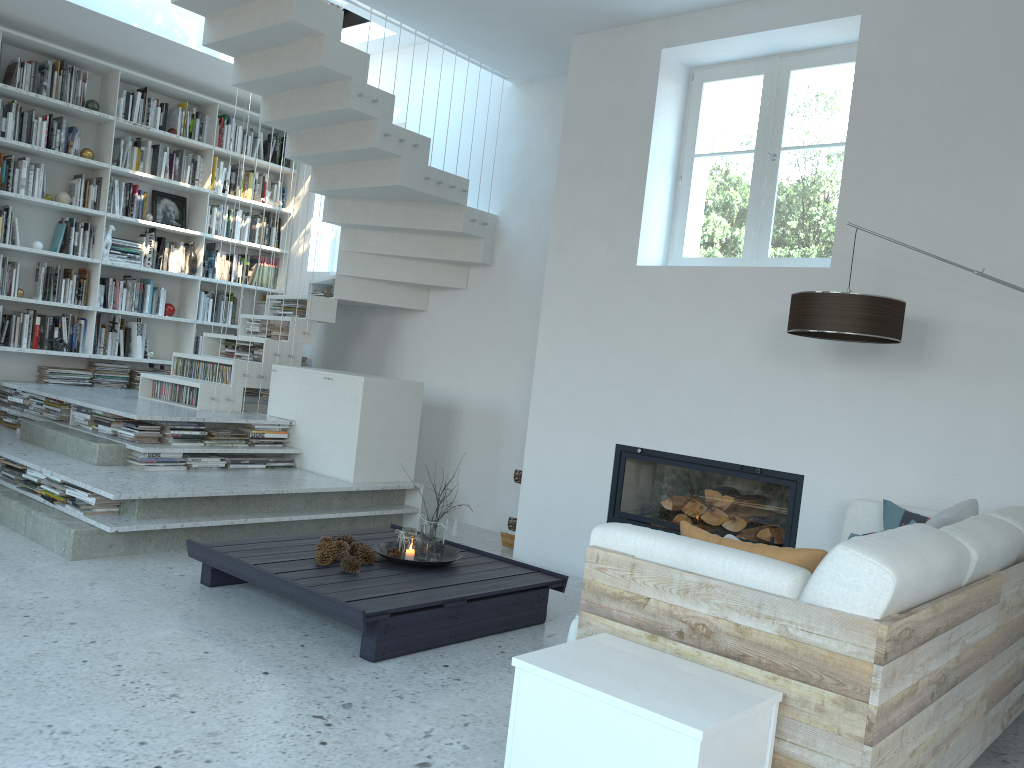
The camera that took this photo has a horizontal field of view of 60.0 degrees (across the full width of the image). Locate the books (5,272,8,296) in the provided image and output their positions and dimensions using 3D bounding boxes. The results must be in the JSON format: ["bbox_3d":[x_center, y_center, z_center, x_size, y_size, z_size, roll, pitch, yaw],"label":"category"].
[{"bbox_3d":[-3.754,-0.738,6.536,0.140,0.179,0.013,8,2,41],"label":"books"}]

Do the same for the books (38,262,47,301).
[{"bbox_3d":[-3.583,-0.778,6.741,0.131,0.290,0.016,8,2,40],"label":"books"}]

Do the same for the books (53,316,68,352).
[{"bbox_3d":[-3.499,-0.390,6.864,0.185,0.266,0.070,8,2,41],"label":"books"}]

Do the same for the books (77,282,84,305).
[{"bbox_3d":[-3.395,-0.705,6.910,0.189,0.180,0.016,8,2,41],"label":"books"}]

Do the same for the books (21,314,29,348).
[{"bbox_3d":[-3.680,-0.400,6.649,0.181,0.252,0.025,8,2,41],"label":"books"}]

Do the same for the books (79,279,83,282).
[{"bbox_3d":[-3.404,-0.719,6.940,0.141,0.205,0.016,8,2,41],"label":"books"}]

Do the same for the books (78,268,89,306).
[{"bbox_3d":[-3.370,-0.760,6.947,0.162,0.295,0.007,8,2,41],"label":"books"}]

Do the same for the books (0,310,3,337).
[{"bbox_3d":[-3.791,-0.423,6.518,0.174,0.277,0.010,8,2,40],"label":"books"}]

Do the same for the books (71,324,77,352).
[{"bbox_3d":[-3.452,-0.362,6.921,0.168,0.220,0.013,8,2,41],"label":"books"}]

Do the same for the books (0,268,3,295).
[{"bbox_3d":[-3.777,-0.753,6.502,0.167,0.203,0.013,8,2,41],"label":"books"}]

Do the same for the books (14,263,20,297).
[{"bbox_3d":[-3.704,-0.770,6.579,0.172,0.251,0.013,8,2,40],"label":"books"}]

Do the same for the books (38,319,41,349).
[{"bbox_3d":[-3.623,-0.388,6.738,0.156,0.238,0.025,8,2,41],"label":"books"}]

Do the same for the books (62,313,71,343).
[{"bbox_3d":[-3.478,-0.402,6.901,0.134,0.294,0.013,8,2,40],"label":"books"}]

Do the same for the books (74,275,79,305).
[{"bbox_3d":[-3.424,-0.734,6.912,0.155,0.232,0.021,8,2,41],"label":"books"}]

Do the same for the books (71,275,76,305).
[{"bbox_3d":[-3.437,-0.734,6.877,0.181,0.229,0.018,8,2,41],"label":"books"}]

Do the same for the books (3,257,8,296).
[{"bbox_3d":[-3.755,-0.792,6.528,0.159,0.285,0.006,8,2,40],"label":"books"}]

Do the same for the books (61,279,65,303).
[{"bbox_3d":[-3.487,-0.714,6.810,0.182,0.182,0.018,8,2,41],"label":"books"}]

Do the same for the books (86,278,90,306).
[{"bbox_3d":[-3.370,-0.725,6.987,0.146,0.224,0.009,8,2,40],"label":"books"}]

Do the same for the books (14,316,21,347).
[{"bbox_3d":[-3.724,-0.392,6.620,0.159,0.228,0.024,8,2,41],"label":"books"}]

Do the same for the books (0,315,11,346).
[{"bbox_3d":[-3.773,-0.399,6.551,0.161,0.231,0.065,8,2,41],"label":"books"}]

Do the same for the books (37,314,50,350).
[{"bbox_3d":[-3.584,-0.396,6.766,0.173,0.262,0.026,8,2,41],"label":"books"}]

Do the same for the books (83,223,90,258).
[{"bbox_3d":[-3.346,-1.115,6.906,0.183,0.273,0.012,8,2,40],"label":"books"}]

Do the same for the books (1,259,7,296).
[{"bbox_3d":[-3.757,-0.783,6.503,0.183,0.267,0.012,8,2,40],"label":"books"}]

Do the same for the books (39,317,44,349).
[{"bbox_3d":[-3.613,-0.389,6.760,0.131,0.242,0.021,8,2,40],"label":"books"}]

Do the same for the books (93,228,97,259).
[{"bbox_3d":[-3.309,-1.098,6.967,0.158,0.245,0.010,8,2,40],"label":"books"}]

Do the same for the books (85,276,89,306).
[{"bbox_3d":[-3.381,-0.732,6.987,0.131,0.235,0.007,8,2,40],"label":"books"}]

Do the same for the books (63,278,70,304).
[{"bbox_3d":[-3.467,-0.719,6.848,0.175,0.195,0.015,8,2,41],"label":"books"}]

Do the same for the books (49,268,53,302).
[{"bbox_3d":[-3.546,-0.759,6.765,0.158,0.259,0.008,8,2,41],"label":"books"}]

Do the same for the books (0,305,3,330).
[{"bbox_3d":[-3.796,-0.432,6.496,0.188,0.294,0.030,8,2,41],"label":"books"}]

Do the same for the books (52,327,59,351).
[{"bbox_3d":[-3.543,-0.351,6.824,0.169,0.181,0.025,8,2,41],"label":"books"}]

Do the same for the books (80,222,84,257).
[{"bbox_3d":[-3.377,-1.119,6.904,0.154,0.275,0.032,8,2,40],"label":"books"}]

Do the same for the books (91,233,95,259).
[{"bbox_3d":[-3.329,-1.083,6.962,0.164,0.212,0.023,8,2,41],"label":"books"}]

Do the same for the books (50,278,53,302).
[{"bbox_3d":[-3.551,-0.735,6.793,0.122,0.208,0.031,8,2,41],"label":"books"}]

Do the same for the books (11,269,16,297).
[{"bbox_3d":[-3.720,-0.749,6.555,0.180,0.207,0.014,8,2,41],"label":"books"}]

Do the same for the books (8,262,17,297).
[{"bbox_3d":[-3.711,-0.775,6.569,0.141,0.261,0.014,8,2,40],"label":"books"}]

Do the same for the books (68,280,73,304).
[{"bbox_3d":[-3.454,-0.712,6.858,0.190,0.183,0.019,8,2,41],"label":"books"}]

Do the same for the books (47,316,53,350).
[{"bbox_3d":[-3.573,-0.395,6.790,0.169,0.263,0.026,8,2,41],"label":"books"}]

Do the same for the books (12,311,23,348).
[{"bbox_3d":[-3.707,-0.411,6.632,0.171,0.268,0.014,8,2,40],"label":"books"}]

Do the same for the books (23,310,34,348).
[{"bbox_3d":[-3.664,-0.415,6.694,0.159,0.285,0.012,8,2,40],"label":"books"}]

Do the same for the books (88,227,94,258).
[{"bbox_3d":[-3.326,-1.103,6.938,0.169,0.253,0.011,8,2,40],"label":"books"}]

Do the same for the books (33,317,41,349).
[{"bbox_3d":[-3.630,-0.391,6.708,0.184,0.244,0.031,8,2,41],"label":"books"}]

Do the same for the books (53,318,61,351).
[{"bbox_3d":[-3.530,-0.384,6.839,0.164,0.249,0.012,8,2,40],"label":"books"}]

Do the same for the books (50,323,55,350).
[{"bbox_3d":[-3.562,-0.368,6.810,0.135,0.211,0.022,8,2,41],"label":"books"}]

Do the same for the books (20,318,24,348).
[{"bbox_3d":[-3.706,-0.387,6.646,0.153,0.221,0.012,8,2,41],"label":"books"}]

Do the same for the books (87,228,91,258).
[{"bbox_3d":[-3.347,-1.101,6.940,0.158,0.245,0.013,8,2,40],"label":"books"}]

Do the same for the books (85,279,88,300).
[{"bbox_3d":[-3.385,-0.735,6.974,0.134,0.241,0.019,8,2,40],"label":"books"}]

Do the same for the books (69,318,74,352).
[{"bbox_3d":[-3.469,-0.386,6.915,0.150,0.265,0.021,8,2,40],"label":"books"}]

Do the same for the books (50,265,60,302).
[{"bbox_3d":[-3.521,-0.770,6.803,0.159,0.285,0.007,8,2,40],"label":"books"}]

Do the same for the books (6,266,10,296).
[{"bbox_3d":[-3.746,-0.760,6.544,0.133,0.223,0.008,8,2,40],"label":"books"}]

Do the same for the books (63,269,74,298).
[{"bbox_3d":[-3.443,-0.757,6.868,0.172,0.274,0.006,8,2,41],"label":"books"}]

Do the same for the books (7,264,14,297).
[{"bbox_3d":[-3.730,-0.766,6.546,0.176,0.238,0.015,8,2,41],"label":"books"}]

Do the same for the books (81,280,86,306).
[{"bbox_3d":[-3.388,-0.716,6.945,0.158,0.204,0.013,8,2,41],"label":"books"}]

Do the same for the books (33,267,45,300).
[{"bbox_3d":[-3.587,-0.759,6.721,0.130,0.252,0.019,8,2,40],"label":"books"}]

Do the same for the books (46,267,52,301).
[{"bbox_3d":[-3.554,-0.762,6.757,0.149,0.262,0.015,8,2,40],"label":"books"}]

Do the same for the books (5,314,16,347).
[{"bbox_3d":[-3.744,-0.398,6.603,0.142,0.235,0.029,8,2,41],"label":"books"}]

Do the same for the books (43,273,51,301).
[{"bbox_3d":[-3.556,-0.738,6.736,0.177,0.216,0.016,8,2,41],"label":"books"}]

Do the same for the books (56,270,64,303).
[{"bbox_3d":[-3.495,-0.750,6.796,0.183,0.251,0.018,8,2,41],"label":"books"}]

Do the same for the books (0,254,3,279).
[{"bbox_3d":[-3.772,-0.799,6.474,0.175,0.297,0.014,8,2,40],"label":"books"}]

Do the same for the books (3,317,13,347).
[{"bbox_3d":[-3.750,-0.389,6.581,0.175,0.217,0.011,8,2,41],"label":"books"}]

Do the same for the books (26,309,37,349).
[{"bbox_3d":[-3.639,-0.416,6.689,0.175,0.293,0.012,8,2,40],"label":"books"}]
